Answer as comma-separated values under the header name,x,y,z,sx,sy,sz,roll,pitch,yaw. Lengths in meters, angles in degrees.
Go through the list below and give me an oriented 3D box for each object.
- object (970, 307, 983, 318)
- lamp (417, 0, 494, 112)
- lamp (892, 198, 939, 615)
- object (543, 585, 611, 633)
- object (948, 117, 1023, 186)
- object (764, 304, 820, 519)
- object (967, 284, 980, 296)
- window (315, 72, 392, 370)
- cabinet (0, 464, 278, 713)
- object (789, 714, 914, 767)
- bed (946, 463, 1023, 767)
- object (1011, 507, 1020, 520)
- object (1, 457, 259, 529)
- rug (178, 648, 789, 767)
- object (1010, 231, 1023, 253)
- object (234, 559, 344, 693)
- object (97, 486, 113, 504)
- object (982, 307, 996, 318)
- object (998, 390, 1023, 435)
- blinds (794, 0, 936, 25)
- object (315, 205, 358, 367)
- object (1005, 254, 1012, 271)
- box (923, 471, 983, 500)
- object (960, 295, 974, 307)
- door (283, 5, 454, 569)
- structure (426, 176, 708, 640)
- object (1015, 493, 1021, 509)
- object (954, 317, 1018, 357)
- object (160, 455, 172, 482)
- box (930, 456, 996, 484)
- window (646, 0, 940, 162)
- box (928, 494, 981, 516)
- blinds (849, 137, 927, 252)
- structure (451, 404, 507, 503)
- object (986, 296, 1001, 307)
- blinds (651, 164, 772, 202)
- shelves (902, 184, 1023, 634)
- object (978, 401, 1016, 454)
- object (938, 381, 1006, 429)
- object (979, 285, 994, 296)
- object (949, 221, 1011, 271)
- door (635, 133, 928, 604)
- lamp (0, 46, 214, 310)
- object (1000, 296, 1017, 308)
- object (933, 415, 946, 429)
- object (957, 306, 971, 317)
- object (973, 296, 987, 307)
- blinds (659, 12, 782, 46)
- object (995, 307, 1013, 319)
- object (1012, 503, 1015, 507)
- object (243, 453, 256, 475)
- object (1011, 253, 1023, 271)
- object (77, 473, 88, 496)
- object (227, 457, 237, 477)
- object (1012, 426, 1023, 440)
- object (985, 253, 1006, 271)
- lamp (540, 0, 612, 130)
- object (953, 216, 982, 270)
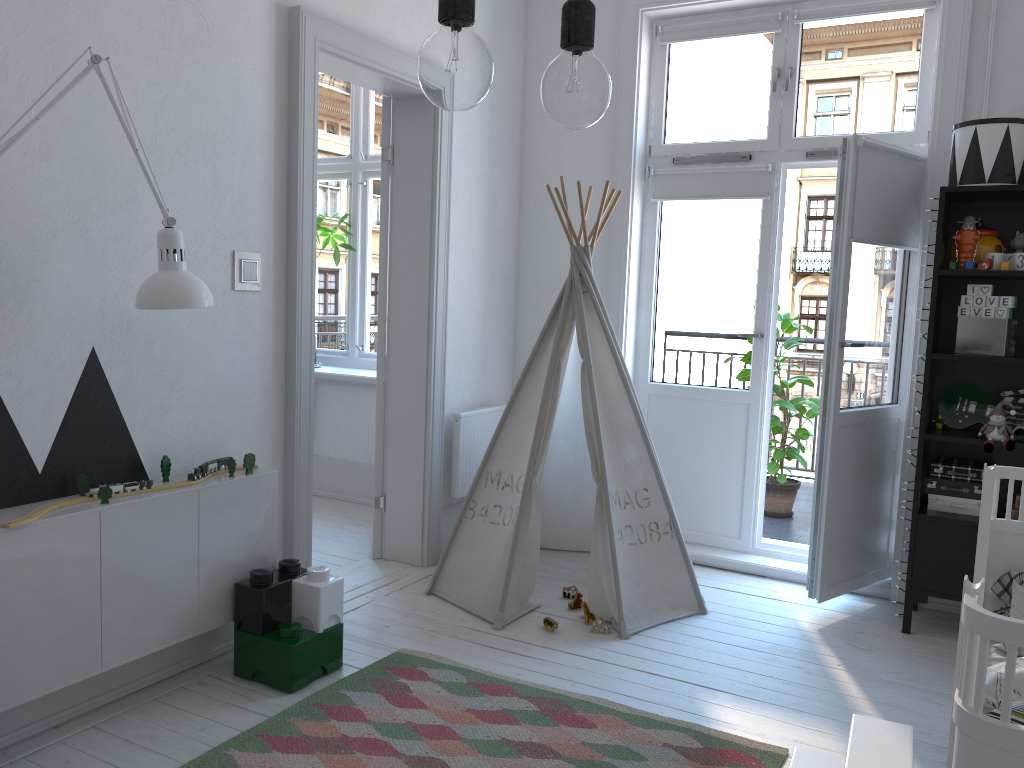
name,x,y,z,sx,sy,sz,roll,pitch,yaw
object,1.714,-0.264,3.266,0.040,0.040,0.040,6,7,34
lamp,0.020,-1.087,1.427,0.074,1.531,1.380,3,6,4
lamp,2.008,0.133,3.296,0.985,1.686,0.095,5,7,26
object,0.403,0.748,3.591,0.385,0.284,0.856,4,6,21
object,1.824,-0.846,3.317,0.395,0.259,0.272,-1,7,-32
object,1.514,0.138,5.124,0.720,1.226,0.489,7,8,39
object,1.700,-0.345,3.263,0.040,0.040,0.040,6,7,34
window,-0.946,-1.045,5.447,1.357,1.903,0.093,5,7,29
cabinet,-1.091,0.534,2.554,0.182,0.455,0.969,5,7,29
object,0.767,0.935,2.014,0.288,0.246,0.332,5,6,24
bed,1.226,0.688,1.701,0.670,0.833,1.403,5,7,29
object,1.854,0.484,3.259,0.050,0.050,0.050,5,7,29
object,-1.060,0.284,2.537,0.111,0.047,0.901,5,6,24
rug,-0.300,1.023,1.884,1.319,0.016,2.027,5,6,29
object,1.899,-0.492,3.319,0.063,0.160,0.063,3,6,8
object,-0.708,0.751,2.822,0.246,0.332,0.246,5,7,29
object,-1.093,0.299,2.382,0.037,0.046,0.006,-2,7,-34
object,1.740,-0.260,3.230,0.040,0.040,0.040,8,8,44
object,1.956,0.099,3.361,0.200,0.199,0.048,5,7,29
blinds,1.487,-1.589,3.759,0.565,0.060,0.032,5,7,29
object,-1.289,-0.624,5.427,0.696,1.023,0.496,2,6,2
object,1.827,-0.441,3.245,0.067,0.067,0.067,2,6,3
box,1.717,0.393,3.431,0.215,0.062,0.179,5,6,29
object,1.686,-0.307,3.279,0.040,0.040,0.040,7,7,39
door,-0.577,-0.257,3.811,0.505,2.179,1.464,4,6,14
structure,0.265,0.002,3.708,1.143,1.751,1.142,3,6,5
object,1.881,0.434,3.263,0.050,0.050,0.050,5,7,29
object,1.750,-0.175,3.276,0.170,0.138,0.124,8,8,44
object,-1.043,0.255,2.674,0.009,0.081,0.037,5,6,23
box,1.736,0.334,3.416,0.215,0.062,0.179,5,6,29
window,1.212,-1.354,3.956,1.262,0.661,0.101,5,7,29
box,1.731,0.456,3.428,0.215,0.062,0.179,5,6,29
blinds,1.500,-0.735,3.498,0.565,0.391,0.032,-3,8,-41
structure,-0.112,0.337,4.311,0.075,0.460,0.635,5,6,25
object,1.751,-0.298,3.216,0.040,0.040,0.040,-1,7,-31
blinds,0.919,-0.935,4.133,0.565,0.159,0.032,5,7,29
shelves,2.000,0.143,3.228,0.911,1.679,0.353,5,7,29
object,1.745,0.155,3.178,0.110,0.186,0.129,4,6,16
object,1.932,0.125,3.407,0.542,0.239,0.093,5,7,30
object,1.730,-0.341,3.234,0.040,0.040,0.040,7,7,39
object,1.749,-0.516,3.314,0.197,0.198,0.318,5,6,25
door,1.036,-0.096,3.877,1.263,1.840,0.636,6,7,31
lamp,-1.108,-0.526,2.283,0.651,0.656,0.200,-1,7,-27
object,1.783,-0.294,3.185,0.040,0.040,0.040,-2,7,-36
object,1.671,0.148,3.468,0.042,0.054,0.031,7,8,39
object,1.681,-0.268,3.287,0.040,0.040,0.040,8,8,44
object,1.719,-0.303,3.248,0.040,0.040,0.040,-3,8,-41
blinds,0.945,-1.625,4.060,0.565,0.087,0.032,5,7,29
object,1.773,-0.255,3.198,0.040,0.040,0.040,-1,7,-31
object,2.048,0.422,3.298,0.337,0.186,0.111,8,8,44
object,-0.839,0.254,2.832,0.009,0.067,0.054,4,6,20
object,1.828,-0.435,3.178,0.067,0.067,0.067,6,7,30
object,-1.189,0.279,2.456,0.029,0.063,0.007,1,6,-8
object,-0.878,0.259,2.776,0.029,0.063,0.007,-2,7,-34
object,1.937,0.188,3.207,0.098,0.048,0.230,-2,7,-36
object,1.759,-0.443,3.233,0.067,0.067,0.067,6,7,30
lamp,0.141,-1.089,1.496,0.074,1.531,1.380,3,6,4
object,1.686,-0.518,3.269,0.105,0.203,0.072,7,7,36
